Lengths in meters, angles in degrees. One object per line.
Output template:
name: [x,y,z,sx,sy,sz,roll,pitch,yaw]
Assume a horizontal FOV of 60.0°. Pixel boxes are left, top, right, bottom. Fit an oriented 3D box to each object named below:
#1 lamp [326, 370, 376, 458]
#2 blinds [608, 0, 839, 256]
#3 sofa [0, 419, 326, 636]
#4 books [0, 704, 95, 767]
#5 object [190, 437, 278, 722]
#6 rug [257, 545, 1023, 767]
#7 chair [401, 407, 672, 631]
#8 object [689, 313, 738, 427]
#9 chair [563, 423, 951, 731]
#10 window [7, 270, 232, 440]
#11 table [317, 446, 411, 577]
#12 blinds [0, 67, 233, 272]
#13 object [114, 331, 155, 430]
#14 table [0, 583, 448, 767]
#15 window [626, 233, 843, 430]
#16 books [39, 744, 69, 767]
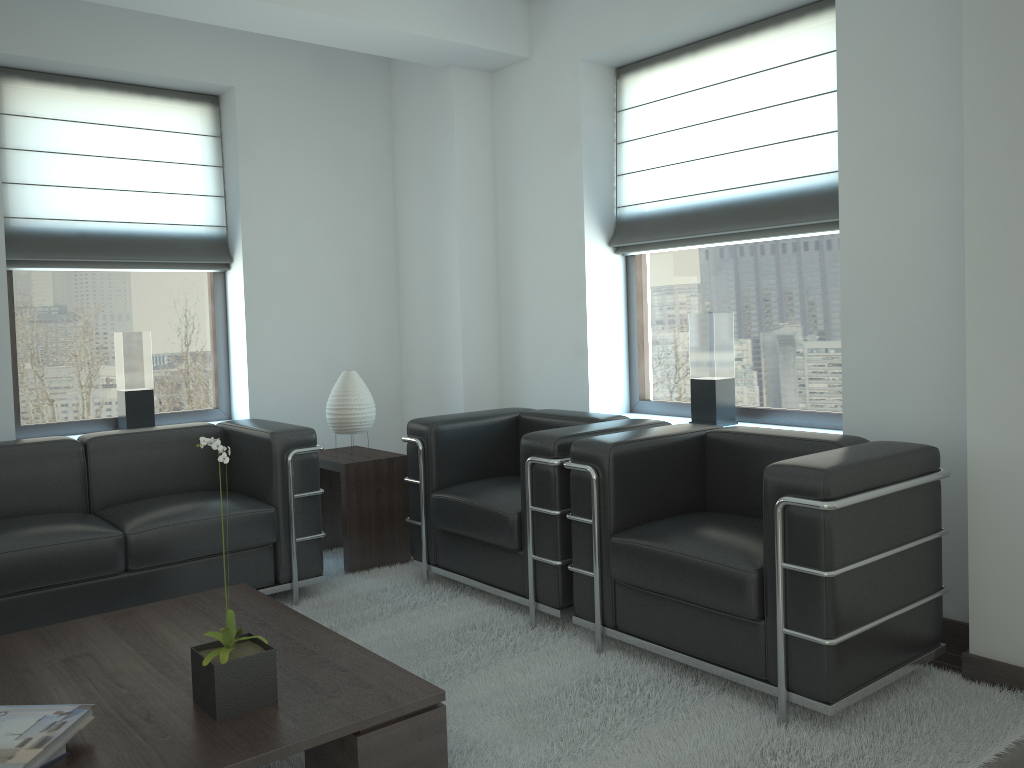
lamp: [-1.218,0.216,6.708,0.374,0.654,0.375,-2,3,-10]
blinds: [1.481,-1.712,6.161,0.222,1.474,2.124,-4,4,-39]
sofa: [-2.879,0.956,5.156,3.480,1.168,1.124,-5,4,-39]
books: [-1.712,1.157,2.864,0.518,0.045,0.447,-2,4,2]
object: [-1.057,0.680,3.258,0.252,0.991,0.335,-4,3,-39]
rug: [-1.580,1.549,4.021,6.259,0.110,5.171,-5,5,-39]
chair: [0.146,0.806,5.899,1.124,1.169,1.646,-4,4,-39]
object: [1.394,-0.102,6.170,0.239,0.775,0.243,-4,3,-39]
chair: [1.199,0.868,4.583,1.124,1.169,1.646,-4,4,-39]
window: [-3.148,-1.001,7.050,1.702,2.728,0.146,-4,3,-39]
table: [-1.220,0.957,6.795,0.527,0.844,0.786,-4,4,-39]
blinds: [-3.063,-1.622,6.904,1.688,1.474,0.222,-5,4,-39]
object: [-2.946,-0.019,6.922,0.239,0.775,0.243,-4,3,-39]
table: [-1.597,1.400,3.462,1.938,0.440,1.922,-5,5,-39]
window: [1.630,-1.098,6.294,0.146,2.728,2.133,-4,3,-39]
books: [-1.778,1.209,2.806,0.518,0.045,0.447,0,4,22]
